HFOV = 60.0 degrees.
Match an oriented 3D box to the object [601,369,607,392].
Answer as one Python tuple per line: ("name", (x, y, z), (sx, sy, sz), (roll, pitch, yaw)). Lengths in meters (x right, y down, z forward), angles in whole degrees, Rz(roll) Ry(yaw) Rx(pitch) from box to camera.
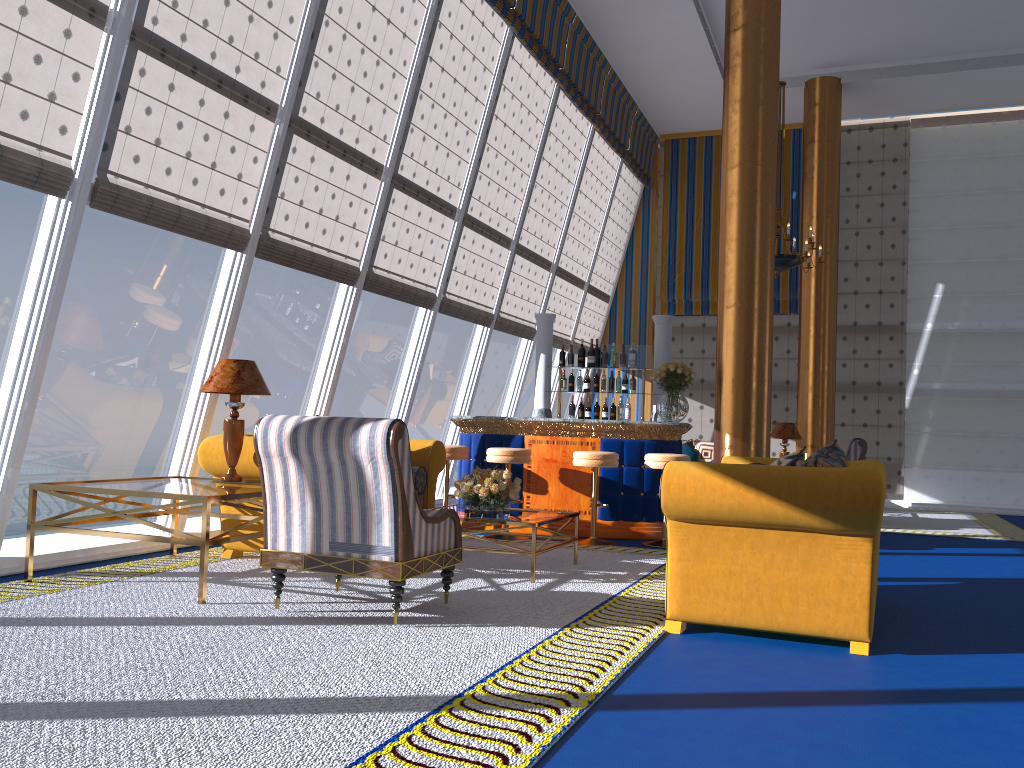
("object", (0.958, -0.033, 9.247), (0.057, 0.239, 0.057), (2, -2, -4))

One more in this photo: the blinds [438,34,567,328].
("blinds", (-0.060, -2.397, 9.899), (0.868, 3.393, 1.375), (1, -3, 21))

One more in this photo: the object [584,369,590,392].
("object", (0.788, -0.036, 9.290), (0.068, 0.243, 0.068), (2, -2, 2))

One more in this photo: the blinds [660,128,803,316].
("blinds", (3.699, -2.567, 14.030), (2.642, 2.989, 0.153), (1, -2, 21))

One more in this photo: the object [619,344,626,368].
("object", (1.153, -0.291, 9.237), (0.073, 0.246, 0.072), (3, -2, -20))

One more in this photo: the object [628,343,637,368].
("object", (1.259, -0.295, 9.241), (0.091, 0.259, 0.092), (2, -2, 4))

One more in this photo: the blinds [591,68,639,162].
("blinds", (1.431, -3.745, 12.506), (0.336, 0.830, 1.536), (1, -3, 21))

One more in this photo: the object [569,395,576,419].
("object", (0.633, 0.241, 9.319), (0.071, 0.242, 0.071), (2, -2, 3))

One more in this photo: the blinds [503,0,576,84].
("blinds", (0.297, -3.928, 9.619), (0.336, 0.830, 1.536), (1, -3, 21))

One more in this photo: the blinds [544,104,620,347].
("blinds", (1.048, -2.218, 12.722), (0.868, 3.393, 1.375), (1, -3, 21))

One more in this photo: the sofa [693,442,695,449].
("sofa", (2.497, 1.253, 12.609), (1.833, 0.854, 1.019), (1, -3, 22))

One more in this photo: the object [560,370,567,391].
("object", (0.547, -0.034, 9.335), (0.066, 0.224, 0.066), (2, -2, -10))

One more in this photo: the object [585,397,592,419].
("object", (0.803, 0.263, 9.294), (0.068, 0.243, 0.068), (2, -2, 2))

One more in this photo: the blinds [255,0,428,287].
("blinds", (-1.175, -2.577, 7.062), (0.868, 3.393, 1.375), (1, -3, 21))

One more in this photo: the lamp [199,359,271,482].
("lamp", (-1.793, 0.237, 5.733), (0.442, 0.783, 0.451), (0, -3, 36))

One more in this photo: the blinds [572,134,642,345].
("blinds", (1.594, -2.130, 14.111), (0.868, 3.393, 1.375), (1, -3, 21))

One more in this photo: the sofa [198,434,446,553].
("sofa", (-1.343, 0.810, 6.646), (0.994, 0.854, 1.860), (1, -3, 21))

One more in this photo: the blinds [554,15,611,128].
("blinds", (0.865, -3.837, 11.065), (0.336, 0.830, 1.536), (1, -3, 21))

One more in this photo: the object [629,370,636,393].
("object", (1.256, -0.025, 9.197), (0.071, 0.244, 0.072), (0, -3, 42))

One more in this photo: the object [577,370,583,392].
("object", (0.714, -0.033, 9.315), (0.059, 0.230, 0.058), (3, -2, -20))

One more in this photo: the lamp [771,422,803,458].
("lamp", (3.603, 0.903, 11.714), (0.445, 0.783, 0.447), (2, -2, 6))

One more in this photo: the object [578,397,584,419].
("object", (0.727, 0.261, 9.321), (0.065, 0.244, 0.066), (1, -3, 25))

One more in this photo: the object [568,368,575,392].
("object", (0.628, -0.043, 9.333), (0.065, 0.244, 0.065), (2, -2, 2))

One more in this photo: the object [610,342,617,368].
("object", (1.056, -0.305, 9.234), (0.068, 0.271, 0.070), (1, -3, 32))

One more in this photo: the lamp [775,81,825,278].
("lamp", (3.265, -2.501, 10.876), (1.060, 2.420, 1.059), (2, -2, -2))

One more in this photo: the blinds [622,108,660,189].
("blinds", (1.998, -3.654, 13.951), (0.336, 0.830, 1.536), (1, -3, 21))

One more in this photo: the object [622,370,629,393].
("object", (1.179, -0.026, 9.222), (0.068, 0.243, 0.068), (2, -2, 2))

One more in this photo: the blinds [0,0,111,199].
("blinds", (-2.286, -2.756, 4.234), (0.868, 3.393, 1.375), (1, -3, 21))

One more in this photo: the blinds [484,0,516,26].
("blinds", (-0.271, -4.020, 8.174), (0.336, 0.830, 1.536), (1, -3, 21))

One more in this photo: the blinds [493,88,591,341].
("blinds", (0.481, -2.310, 11.276), (0.868, 3.393, 1.375), (1, -3, 21))

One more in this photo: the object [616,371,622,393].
("object", (1.113, -0.023, 9.246), (0.059, 0.230, 0.058), (3, -2, -20))

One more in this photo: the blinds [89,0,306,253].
("blinds", (-1.723, -2.665, 5.665), (0.868, 3.393, 1.375), (1, -3, 21))

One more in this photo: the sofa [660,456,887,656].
("sofa", (1.492, 0.831, 4.837), (1.003, 0.854, 1.862), (1, -3, 23))

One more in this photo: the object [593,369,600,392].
("object", (0.884, -0.037, 9.271), (0.065, 0.244, 0.065), (2, -2, 2))

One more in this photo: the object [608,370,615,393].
("object", (1.038, -0.025, 9.250), (0.071, 0.232, 0.071), (2, -2, 0))

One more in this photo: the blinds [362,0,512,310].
("blinds", (-0.623, -2.488, 8.466), (0.868, 3.393, 1.375), (1, -3, 21))

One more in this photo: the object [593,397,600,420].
("object", (0.887, 0.261, 9.267), (0.065, 0.244, 0.065), (2, -2, 2))
